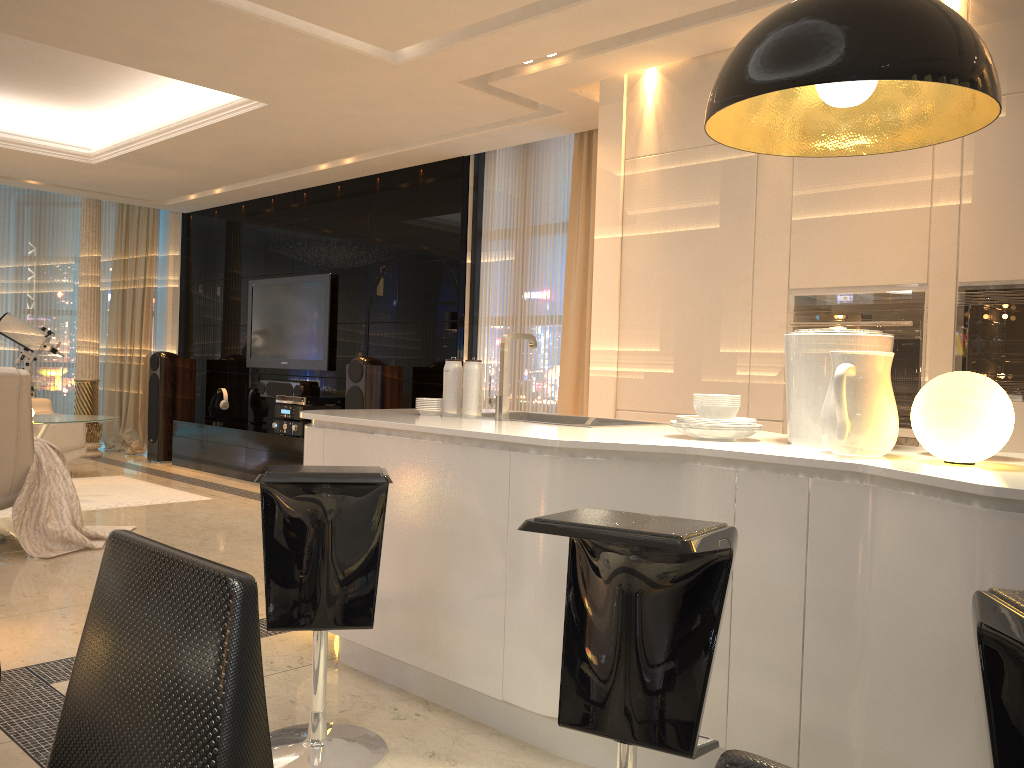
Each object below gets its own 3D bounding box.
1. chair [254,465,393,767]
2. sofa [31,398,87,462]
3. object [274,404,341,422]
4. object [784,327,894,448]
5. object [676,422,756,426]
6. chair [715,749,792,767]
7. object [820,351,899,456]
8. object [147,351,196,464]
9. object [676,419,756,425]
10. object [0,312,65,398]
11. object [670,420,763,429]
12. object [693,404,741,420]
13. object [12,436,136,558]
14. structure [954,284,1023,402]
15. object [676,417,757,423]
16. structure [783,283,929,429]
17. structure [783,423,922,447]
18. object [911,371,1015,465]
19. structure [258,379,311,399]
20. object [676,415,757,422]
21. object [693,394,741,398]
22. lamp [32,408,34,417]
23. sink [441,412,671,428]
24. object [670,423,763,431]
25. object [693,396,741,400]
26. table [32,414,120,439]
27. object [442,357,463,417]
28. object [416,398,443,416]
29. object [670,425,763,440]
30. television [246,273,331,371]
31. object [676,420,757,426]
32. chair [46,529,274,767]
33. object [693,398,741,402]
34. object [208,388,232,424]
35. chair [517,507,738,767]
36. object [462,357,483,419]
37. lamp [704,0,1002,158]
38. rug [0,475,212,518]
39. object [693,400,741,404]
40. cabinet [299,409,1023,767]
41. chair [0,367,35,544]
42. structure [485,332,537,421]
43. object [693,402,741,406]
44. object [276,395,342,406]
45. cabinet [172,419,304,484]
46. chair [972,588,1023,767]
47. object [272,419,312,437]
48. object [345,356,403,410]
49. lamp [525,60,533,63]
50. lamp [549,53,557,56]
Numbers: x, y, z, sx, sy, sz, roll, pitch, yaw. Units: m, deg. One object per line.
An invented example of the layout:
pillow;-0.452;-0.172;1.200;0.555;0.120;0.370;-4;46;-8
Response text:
chair;-0.521;0.616;2.423;0.380;0.789;0.380;2;1;-14
sofa;-4.864;0.403;7.211;1.145;0.754;2.328;3;1;44
object;-1.753;0.240;7.536;0.446;0.130;0.407;3;1;44
object;0.902;0.008;2.470;0.288;0.330;0.288;1;1;-29
object;0.594;0.124;2.586;0.229;0.016;0.229;2;1;-17
chair;0.066;0.640;0.247;0.523;0.858;0.496;3;1;44
object;0.864;0.048;2.193;0.183;0.254;0.211;2;1;6
object;-3.460;0.231;9.096;0.285;1.127;0.468;3;1;44
object;0.594;0.115;2.586;0.229;0.016;0.229;2;1;-17
object;-4.950;0.009;9.090;0.616;1.471;0.570;1;1;-40
object;0.594;0.130;2.585;0.264;0.033;0.264;2;1;13
object;0.595;0.086;2.584;0.138;0.051;0.138;2;1;2
object;-2.923;0.587;4.993;1.347;0.580;0.972;2;1;-9
structure;2.160;-0.151;3.468;0.659;0.450;0.446;3;1;44
object;0.594;0.110;2.585;0.229;0.016;0.229;2;1;-17
structure;1.628;-0.120;3.994;0.609;0.597;0.595;3;1;44
structure;1.607;0.489;4.004;0.609;0.597;0.595;3;1;44
object;1.038;0.077;2.048;0.213;0.214;0.212;2;1;4
structure;-2.082;0.053;8.091;0.745;0.179;0.107;3;1;44
object;0.595;0.106;2.585;0.229;0.016;0.229;2;1;-17
object;0.596;0.057;2.584;0.138;0.051;0.138;2;1;2
lamp;-3.539;0.210;6.476;0.090;0.091;0.090;2;1;4
sink;0.156;0.204;3.302;0.738;0.152;0.485;3;1;44
object;0.594;0.137;2.585;0.264;0.033;0.264;2;1;13
object;0.596;0.063;2.584;0.138;0.051;0.138;2;1;2
table;-3.876;0.530;6.271;0.999;0.565;2.140;3;1;43
object;-0.218;0.010;3.268;0.071;0.219;0.071;3;1;35
object;-0.304;0.085;3.305;0.111;0.062;0.111;1;1;-25
object;0.593;0.143;2.585;0.264;0.033;0.264;2;1;13
television;-2.048;-0.556;8.113;1.358;0.839;0.055;3;1;44
object;0.594;0.119;2.586;0.229;0.016;0.229;2;1;-17
chair;-0.547;0.609;0.834;0.523;0.858;0.496;3;1;44
object;0.596;0.069;2.584;0.138;0.051;0.138;2;1;2
object;-2.807;0.213;8.576;0.197;0.343;0.197;2;1;8
chair;0.231;0.654;1.758;0.380;0.789;0.380;2;1;26
object;-0.141;0.014;3.194;0.071;0.219;0.071;2;1;20
lamp;0.874;-1.118;2.281;0.710;0.898;0.710;1;1;-36
rug;-3.862;0.826;6.287;1.661;0.020;2.900;3;1;43
object;0.596;0.074;2.584;0.138;0.051;0.138;2;1;2
cabinet;0.834;0.615;2.374;3.752;0.887;1.046;3;1;44
chair;-3.020;0.389;4.803;0.983;0.991;1.027;3;1;43
structure;0.000;-0.026;3.166;0.089;0.310;0.177;3;1;44
object;0.595;0.080;2.584;0.138;0.051;0.138;2;1;2
object;-1.734;0.141;7.548;0.441;0.070;0.371;3;1;44
cabinet;-2.203;0.635;7.972;2.842;0.444;0.416;3;1;44
chair;0.804;0.684;1.153;0.380;0.789;0.380;2;1;11
object;-1.762;0.370;7.534;0.446;0.130;0.419;3;1;44
object;-1.025;0.354;6.764;0.285;1.127;0.468;3;1;44
lamp;0.073;-1.733;4.599;0.107;0.127;0.107;3;1;32
lamp;0.191;-1.727;4.485;0.107;0.127;0.107;3;1;32
